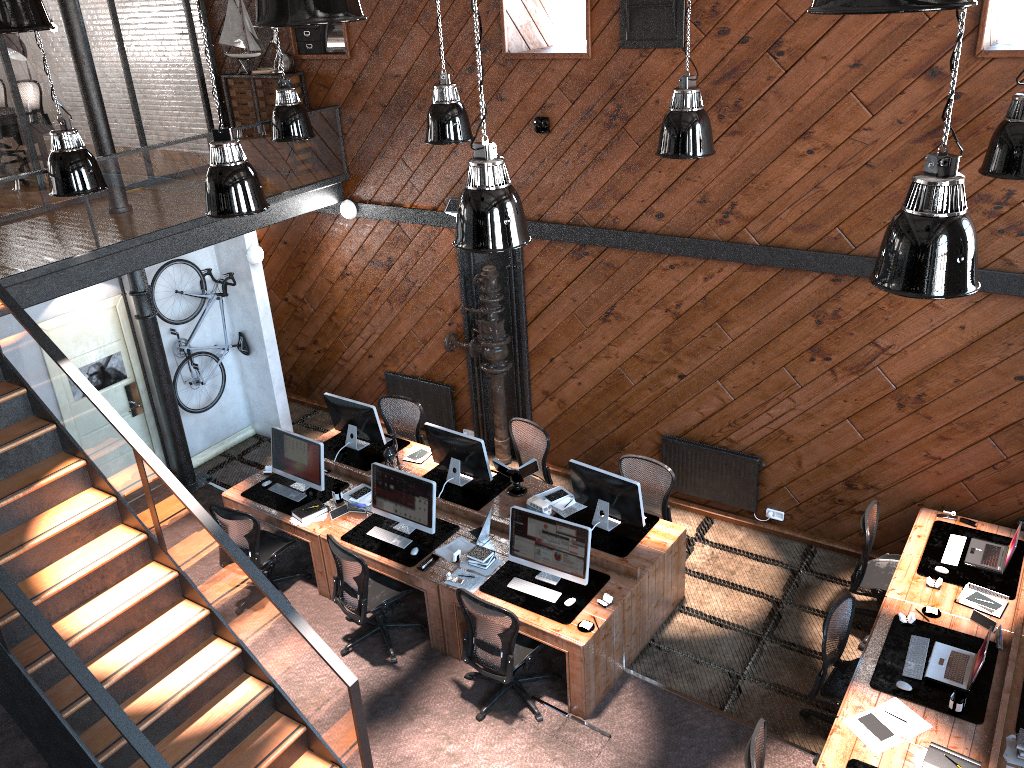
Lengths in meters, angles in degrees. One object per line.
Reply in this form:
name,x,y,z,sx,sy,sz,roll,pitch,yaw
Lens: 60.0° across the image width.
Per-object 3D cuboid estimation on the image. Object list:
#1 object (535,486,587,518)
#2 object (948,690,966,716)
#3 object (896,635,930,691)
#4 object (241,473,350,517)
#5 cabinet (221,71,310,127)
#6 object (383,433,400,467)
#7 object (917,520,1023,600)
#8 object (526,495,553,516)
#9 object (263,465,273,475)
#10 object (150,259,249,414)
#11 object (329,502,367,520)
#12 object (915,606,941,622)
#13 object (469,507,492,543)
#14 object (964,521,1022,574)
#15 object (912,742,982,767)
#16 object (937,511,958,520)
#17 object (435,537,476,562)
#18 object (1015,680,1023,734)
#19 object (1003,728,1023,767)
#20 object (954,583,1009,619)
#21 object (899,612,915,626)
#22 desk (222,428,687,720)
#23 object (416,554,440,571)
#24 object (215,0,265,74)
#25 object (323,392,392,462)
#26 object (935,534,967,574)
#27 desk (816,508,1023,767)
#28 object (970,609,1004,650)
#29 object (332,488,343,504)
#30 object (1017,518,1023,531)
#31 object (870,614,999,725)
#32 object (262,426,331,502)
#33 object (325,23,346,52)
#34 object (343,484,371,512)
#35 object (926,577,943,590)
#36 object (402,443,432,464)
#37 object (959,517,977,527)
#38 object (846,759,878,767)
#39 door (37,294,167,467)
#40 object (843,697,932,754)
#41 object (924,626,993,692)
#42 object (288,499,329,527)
object,0.456,1.069,8.146,0.304,0.017,0.467,-19,29,-29
object,2.837,2.034,5.652,0.099,0.138,0.078,-26,33,-38
object,2.745,1.900,6.047,0.139,0.040,0.577,12,29,30
object,-2.108,1.027,8.626,0.848,0.008,0.687,13,30,32
cabinet,-2.766,-2.990,10.150,0.957,1.081,0.365,13,30,31
object,-1.204,0.658,8.884,0.135,0.351,0.229,11,29,29
object,3.665,1.382,7.062,0.687,0.008,0.848,12,30,31
object,0.249,1.110,8.022,0.128,0.146,0.253,-24,32,-37
object,-2.457,0.868,8.948,0.082,0.063,0.106,-2,25,5
object,-3.520,-0.592,10.214,0.655,1.846,1.022,1,25,9
object,-1.516,1.154,8.181,0.347,0.083,0.129,-11,26,-15
object,3.072,1.670,6.507,0.154,0.026,0.158,-10,26,-12
object,-0.279,1.195,7.643,0.178,0.320,0.165,18,33,39
object,3.790,1.250,6.987,0.323,0.283,0.390,13,30,31
object,2.573,2.264,5.267,0.325,0.065,0.363,-24,32,-36
object,3.716,1.111,7.565,0.159,0.064,0.054,9,28,25
object,-0.480,1.412,7.584,0.315,0.002,0.246,-23,31,-36
object,3.621,2.062,5.620,0.687,0.008,0.848,12,30,31
object,3.072,2.237,5.216,0.319,0.098,0.478,12,29,29
object,3.481,1.598,6.569,0.316,0.060,0.229,18,33,38
object,2.859,1.694,6.427,0.106,0.063,0.082,4,26,15
desk,-0.641,1.448,8.308,4.117,0.840,1.748,14,30,33
object,-0.700,1.492,7.414,0.089,0.031,0.215,13,30,31
object,-3.047,-3.946,9.800,0.789,0.989,0.140,13,30,31
object,-1.606,0.395,9.262,0.648,0.576,0.799,-8,25,-9
object,3.520,1.358,7.092,0.139,0.040,0.577,14,31,34
desk,3.206,2.326,5.901,1.748,0.840,4.117,12,30,31
object,3.398,1.727,6.272,0.129,0.083,0.347,-6,25,-6
object,-1.649,1.049,8.376,0.078,0.138,0.099,-22,31,-34
object,4.670,1.505,7.234,1.064,0.628,0.073,13,30,31
object,2.885,1.914,6.039,0.687,0.008,0.848,12,30,31
object,-2.115,0.766,8.550,0.692,0.581,0.586,-7,25,-7
object,-1.772,-3.796,9.592,0.365,0.353,0.384,13,30,31
object,-1.379,1.068,8.406,0.467,0.017,0.304,17,32,37
object,3.226,1.514,6.777,0.106,0.063,0.082,11,29,28
object,-0.950,0.706,9.088,0.229,0.060,0.316,9,28,25
object,3.840,1.161,7.465,0.022,0.042,0.134,-24,32,-36
object,2.117,2.497,4.905,0.687,0.008,0.848,12,30,31
door,-4.456,0.237,9.740,0.064,2.268,1.013,13,30,31
object,2.372,2.144,5.601,0.467,0.017,0.304,-14,27,-20
object,2.970,1.783,5.902,0.320,0.288,0.380,13,30,31
object,-1.879,1.189,8.180,0.363,0.065,0.325,-18,29,-27
